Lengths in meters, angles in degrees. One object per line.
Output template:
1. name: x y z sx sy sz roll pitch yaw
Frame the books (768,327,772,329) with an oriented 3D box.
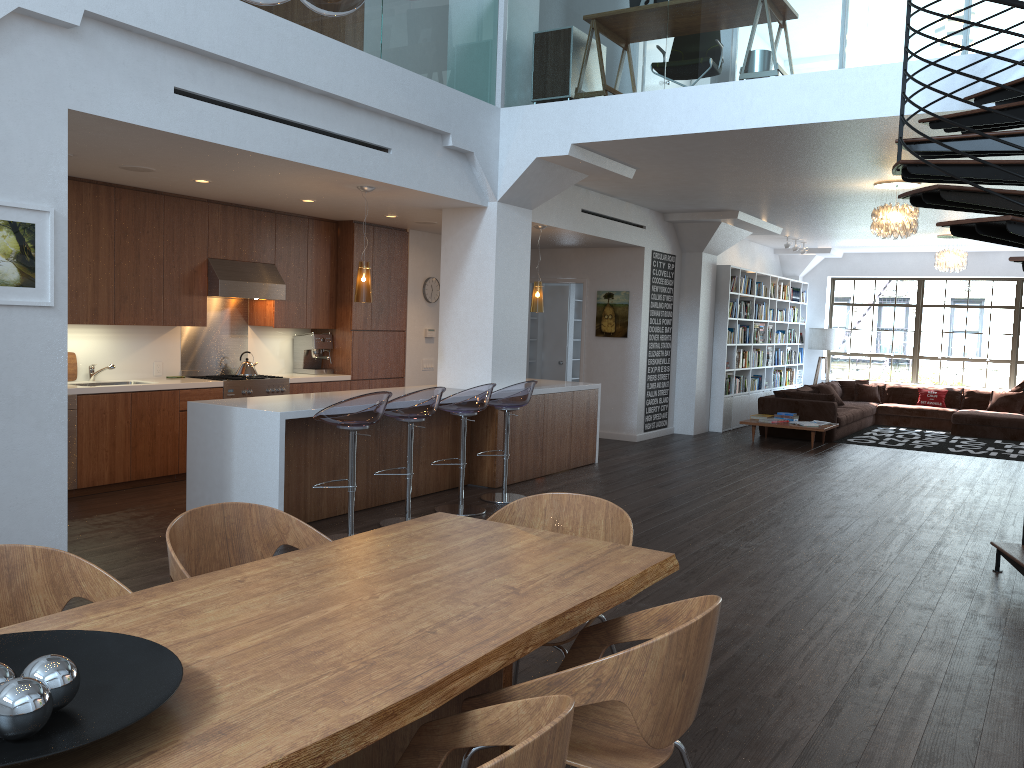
1. books: 4.179 -0.938 14.702 0.223 0.031 0.161 5 5 32

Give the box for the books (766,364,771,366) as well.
1. books: 4.192 -0.326 14.839 0.246 0.038 0.171 5 5 32

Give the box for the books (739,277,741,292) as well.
1. books: 3.331 -1.476 13.254 0.159 0.248 0.089 5 5 32

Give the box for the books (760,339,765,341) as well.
1. books: 3.982 -0.719 14.419 0.160 0.039 0.251 5 5 37

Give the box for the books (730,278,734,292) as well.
1. books: 3.131 -1.444 12.941 0.167 0.210 0.162 5 5 32

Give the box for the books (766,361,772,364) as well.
1. books: 4.193 -0.364 14.839 0.251 0.037 0.160 5 5 37

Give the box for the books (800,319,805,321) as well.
1. books: 5.246 -1.186 16.423 0.197 0.033 0.284 -2 5 -43

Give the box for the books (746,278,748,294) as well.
1. books: 3.507 -1.489 13.519 0.159 0.248 0.089 5 5 32

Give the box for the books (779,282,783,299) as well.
1. books: 4.532 -1.590 15.179 0.176 0.290 0.053 5 5 32

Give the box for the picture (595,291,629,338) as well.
1. picture: 1.307 -0.911 11.566 0.450 0.600 0.030 5 5 32

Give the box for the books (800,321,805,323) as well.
1. books: 5.245 -1.152 16.425 0.197 0.035 0.284 0 4 -28

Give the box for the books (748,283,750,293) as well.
1. books: 3.543 -1.496 13.591 0.182 0.255 0.077 5 5 32

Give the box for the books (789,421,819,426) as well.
1. books: 3.854 0.521 11.714 0.231 0.040 0.342 1 4 -18

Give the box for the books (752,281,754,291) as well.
1. books: 3.652 -1.495 13.772 0.167 0.233 0.077 5 5 32

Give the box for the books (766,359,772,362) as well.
1. books: 4.204 -0.403 14.860 0.259 0.040 0.180 5 5 32

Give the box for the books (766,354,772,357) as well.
1. books: 4.203 -0.485 14.830 0.253 0.040 0.183 5 5 32

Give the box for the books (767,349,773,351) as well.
1. books: 4.225 -0.571 14.813 0.208 0.024 0.144 5 5 37

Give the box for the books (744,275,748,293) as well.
1. books: 3.458 -1.508 13.465 0.197 0.290 0.136 5 5 32

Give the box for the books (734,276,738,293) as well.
1. books: 3.227 -1.473 13.084 0.170 0.251 0.118 5 5 32

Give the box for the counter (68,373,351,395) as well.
1. counter: -3.135 -0.001 7.757 0.600 0.050 4.387 5 5 32

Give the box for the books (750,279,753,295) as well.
1. books: 3.623 -1.502 13.708 0.182 0.255 0.077 5 5 32

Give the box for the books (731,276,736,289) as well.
1. books: 3.202 -1.469 13.048 0.159 0.248 0.089 5 5 32

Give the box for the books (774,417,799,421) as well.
1. books: 3.792 0.483 12.237 0.312 0.037 0.216 4 4 22

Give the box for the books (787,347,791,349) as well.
1. books: 4.818 -0.647 15.766 0.224 0.030 0.161 6 5 42

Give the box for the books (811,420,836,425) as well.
1. books: 4.168 0.518 11.924 0.350 0.035 0.256 -1 5 -33

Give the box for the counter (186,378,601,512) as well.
1. counter: -0.743 0.613 6.000 3.039 0.860 8.182 2 4 3

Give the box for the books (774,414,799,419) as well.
1. books: 3.791 0.446 12.241 0.279 0.035 0.191 6 5 42

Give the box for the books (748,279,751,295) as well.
1. books: 3.569 -1.492 13.621 0.174 0.243 0.085 5 5 32

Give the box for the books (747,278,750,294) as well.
1. books: 3.527 -1.492 13.545 0.182 0.253 0.098 5 5 32

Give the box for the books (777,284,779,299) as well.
1. books: 4.391 -1.558 14.950 0.189 0.247 0.057 5 5 32

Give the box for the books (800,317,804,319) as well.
1. books: 5.247 -1.219 16.415 0.174 0.032 0.254 0 4 -23

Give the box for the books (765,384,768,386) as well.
1. books: 4.134 0.007 14.855 0.284 0.033 0.197 3 4 17

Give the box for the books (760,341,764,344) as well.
1. books: 3.984 -0.680 14.422 0.171 0.039 0.246 5 5 32

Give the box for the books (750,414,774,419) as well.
1. books: 3.491 0.460 12.354 0.241 0.045 0.334 5 5 33

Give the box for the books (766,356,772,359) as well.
1. books: 4.210 -0.444 14.838 0.231 0.044 0.168 4 4 27

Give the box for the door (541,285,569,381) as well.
1. door: 0.447 -0.436 13.104 0.826 2.032 0.174 5 5 32

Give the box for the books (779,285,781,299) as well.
1. books: 4.489 -1.565 15.109 0.171 0.246 0.057 5 5 32

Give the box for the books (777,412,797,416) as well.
1. books: 3.795 0.416 12.234 0.224 0.027 0.157 5 5 37

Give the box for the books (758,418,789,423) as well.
1. books: 3.519 0.495 11.934 0.340 0.035 0.236 -1 5 -33

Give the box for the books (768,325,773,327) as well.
1. books: 4.184 -0.968 14.707 0.224 0.030 0.161 6 5 42

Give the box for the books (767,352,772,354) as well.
1. books: 4.213 -0.519 14.830 0.223 0.032 0.161 5 5 32

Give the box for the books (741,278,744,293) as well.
1. books: 3.386 -1.478 13.334 0.174 0.242 0.105 5 5 32

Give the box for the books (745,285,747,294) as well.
1. books: 3.486 -1.475 13.494 0.161 0.222 0.083 5 5 32

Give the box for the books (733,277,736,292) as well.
1. books: 3.193 -1.455 13.019 0.161 0.222 0.084 5 5 32

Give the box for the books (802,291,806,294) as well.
1. books: 5.393 -1.624 16.528 0.140 0.231 0.042 5 5 32

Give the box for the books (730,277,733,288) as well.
1. books: 3.090 -1.443 12.860 0.182 0.215 0.188 5 5 32

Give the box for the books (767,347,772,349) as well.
1. books: 4.219 -0.603 14.807 0.129 0.041 0.185 -2 5 -44

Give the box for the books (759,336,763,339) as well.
1. books: 3.961 -0.760 14.425 0.180 0.042 0.259 5 5 32

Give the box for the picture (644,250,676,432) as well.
1. picture: 1.995 -0.565 11.919 0.021 2.380 0.800 5 5 32

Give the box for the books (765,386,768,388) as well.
1. books: 4.133 0.041 14.858 0.284 0.035 0.197 5 5 32

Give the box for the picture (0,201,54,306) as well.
1. picture: -2.484 -0.639 4.332 0.018 0.500 0.500 5 5 32

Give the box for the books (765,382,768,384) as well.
1. books: 4.133 -0.026 14.858 0.254 0.032 0.174 5 5 37

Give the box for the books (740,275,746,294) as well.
1. books: 3.429 -1.506 13.409 0.176 0.293 0.125 5 5 32

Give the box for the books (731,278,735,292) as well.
1. books: 3.172 -1.451 12.991 0.161 0.218 0.101 5 5 32

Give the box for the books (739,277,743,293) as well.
1. books: 3.355 -1.480 13.290 0.170 0.251 0.118 5 5 32
